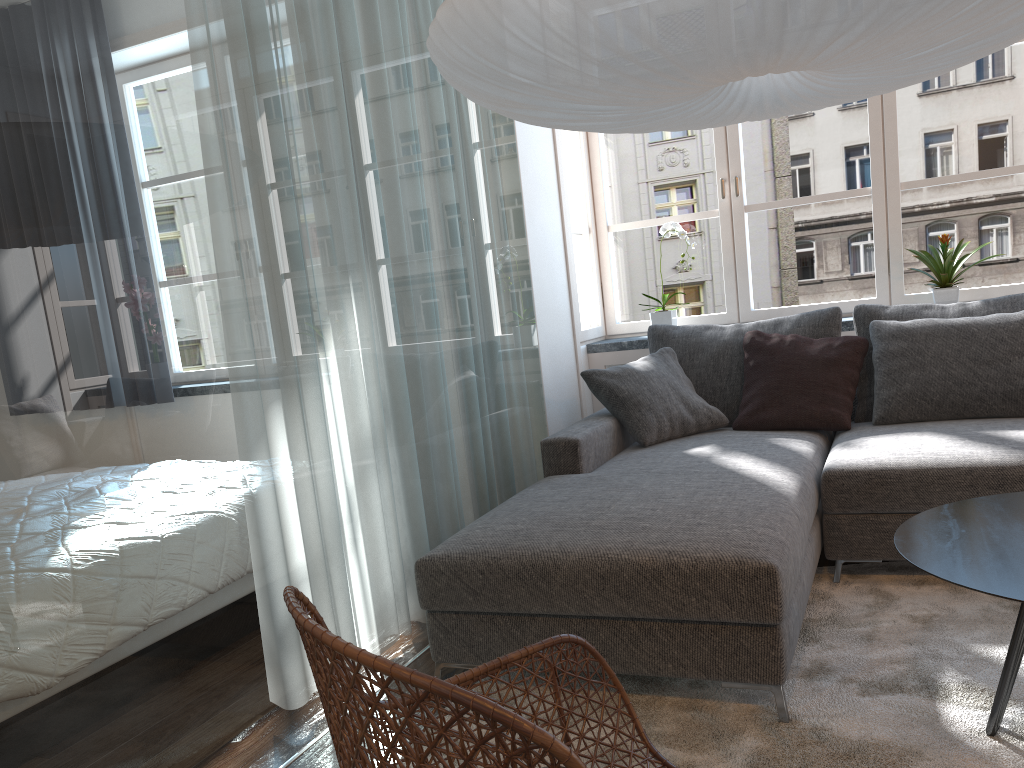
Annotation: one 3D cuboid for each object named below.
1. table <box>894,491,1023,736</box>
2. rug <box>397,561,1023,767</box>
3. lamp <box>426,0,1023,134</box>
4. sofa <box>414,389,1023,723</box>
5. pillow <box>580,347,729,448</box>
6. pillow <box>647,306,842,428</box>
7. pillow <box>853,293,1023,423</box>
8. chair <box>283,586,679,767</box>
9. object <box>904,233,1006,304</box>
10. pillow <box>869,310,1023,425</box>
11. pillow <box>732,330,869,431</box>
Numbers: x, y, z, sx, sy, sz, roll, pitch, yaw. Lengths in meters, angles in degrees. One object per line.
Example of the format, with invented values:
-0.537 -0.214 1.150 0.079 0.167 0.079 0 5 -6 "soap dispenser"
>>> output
1.223 0.534 1.742 0.848 0.478 0.837 -3 7 26 "table"
1.093 0.784 1.746 2.838 0.012 2.808 -6 5 4 "rug"
0.552 -0.748 1.971 1.461 0.212 1.465 -10 6 -29 "lamp"
1.517 0.312 2.697 3.072 0.679 2.017 -4 6 24 "sofa"
0.590 0.048 3.656 0.512 0.363 0.345 -10 8 -26 "pillow"
0.979 -0.047 3.798 0.837 0.483 0.272 -4 9 24 "pillow"
1.778 -0.110 3.453 0.840 0.480 0.273 -4 9 24 "pillow"
0.107 0.579 1.230 0.681 0.717 0.716 -11 9 -33 "chair"
1.900 -0.487 3.812 0.376 0.332 0.319 -7 7 -1 "object"
1.712 -0.065 3.335 0.668 0.402 0.288 -4 8 24 "pillow"
1.153 -0.021 3.558 0.522 0.408 0.307 -3 8 26 "pillow"
